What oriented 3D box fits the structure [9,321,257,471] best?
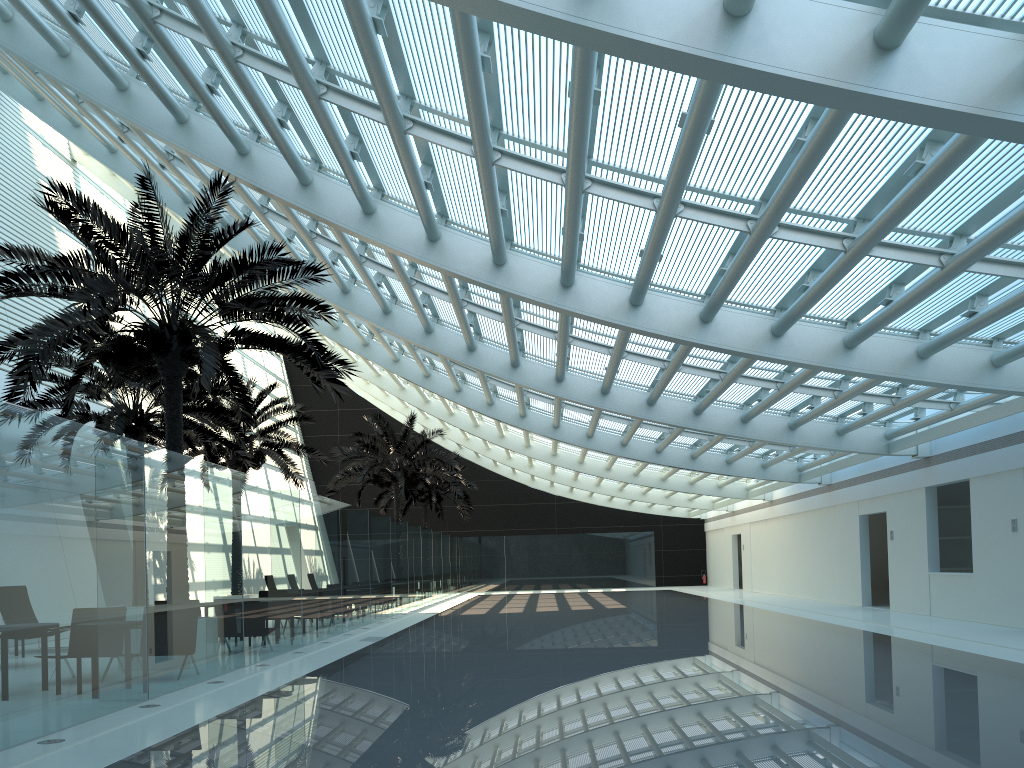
[{"bbox_3d":[-7.825,1.890,18.190,4.642,6.721,4.347,0,-5,-19],"label":"structure"}]

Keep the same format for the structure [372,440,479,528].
[{"bbox_3d":[-3.806,6.156,39.782,4.457,6.902,4.888,0,-5,-19],"label":"structure"}]

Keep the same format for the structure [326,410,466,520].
[{"bbox_3d":[-4.151,4.469,31.585,4.821,6.904,4.516,-1,-4,-4],"label":"structure"}]

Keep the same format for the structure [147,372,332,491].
[{"bbox_3d":[-7.796,3.112,24.239,4.321,6.780,4.672,-5,-6,35],"label":"structure"}]

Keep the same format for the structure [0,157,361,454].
[{"bbox_3d":[-4.896,0.500,12.316,4.839,6.904,4.500,-3,-5,21],"label":"structure"}]
